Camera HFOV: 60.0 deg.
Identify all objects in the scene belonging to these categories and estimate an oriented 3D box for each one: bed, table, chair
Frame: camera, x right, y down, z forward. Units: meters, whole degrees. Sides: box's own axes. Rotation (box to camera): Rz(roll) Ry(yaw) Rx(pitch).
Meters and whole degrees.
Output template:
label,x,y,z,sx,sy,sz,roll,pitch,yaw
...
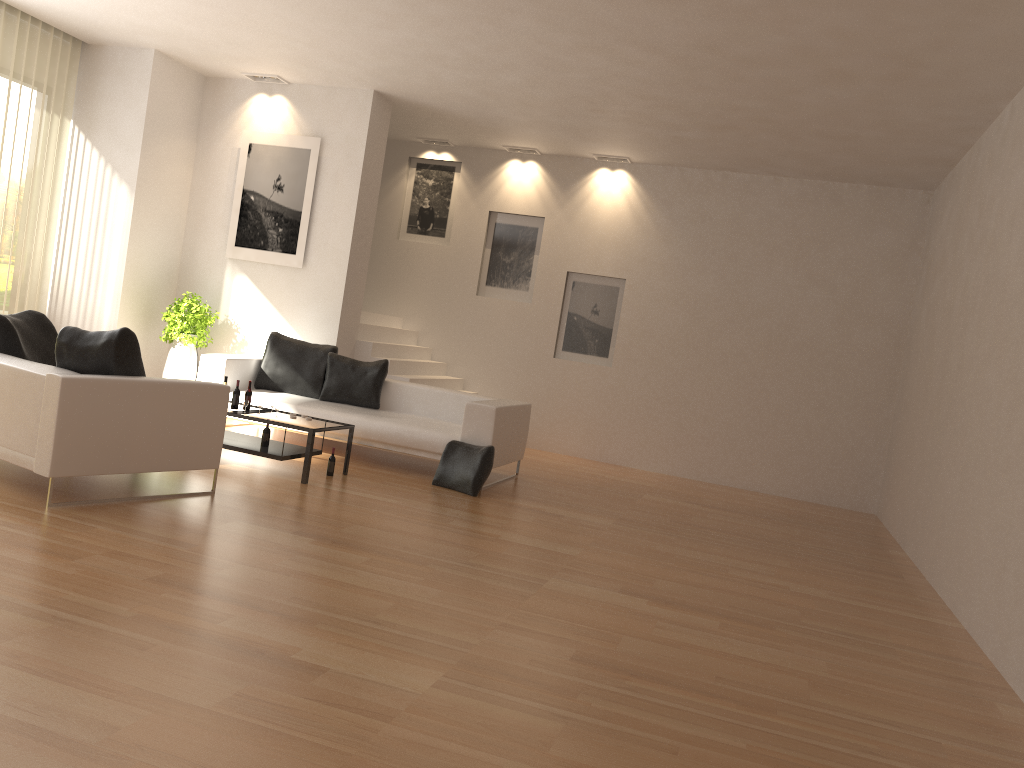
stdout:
label,x,y,z,sx,sy,sz,roll,pitch,yaw
bed,-1.476,0.310,8.735,3.075,0.761,1.262,10,3,16
table,-2.195,0.447,7.343,1.566,0.460,0.709,10,3,16
chair,-2.931,0.218,5.919,1.671,0.761,1.262,11,3,31

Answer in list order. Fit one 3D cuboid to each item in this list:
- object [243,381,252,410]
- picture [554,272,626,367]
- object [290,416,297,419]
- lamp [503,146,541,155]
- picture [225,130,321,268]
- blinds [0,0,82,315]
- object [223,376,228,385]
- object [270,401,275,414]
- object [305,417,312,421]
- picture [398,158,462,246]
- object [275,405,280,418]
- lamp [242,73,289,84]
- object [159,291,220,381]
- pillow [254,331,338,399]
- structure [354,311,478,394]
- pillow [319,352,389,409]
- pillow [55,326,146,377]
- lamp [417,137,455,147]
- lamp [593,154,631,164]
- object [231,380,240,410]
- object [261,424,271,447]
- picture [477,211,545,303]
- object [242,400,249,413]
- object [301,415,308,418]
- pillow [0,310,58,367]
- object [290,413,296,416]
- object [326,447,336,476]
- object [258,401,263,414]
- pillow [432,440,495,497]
label,x,y,z,sx,sy,sz,roll,pitch,yaw
object,-2.181,0.096,7.335,0.057,0.248,0.057,11,3,34
picture,0.994,-0.820,11.270,0.802,1.155,0.005,10,3,16
object,-1.771,0.270,7.180,0.052,0.021,0.052,11,4,39
lamp,0.140,-3.054,11.308,0.446,0.166,0.243,10,3,16
picture,-2.654,-2.054,9.823,0.979,1.431,0.004,10,3,16
blinds,-5.106,-1.874,8.888,0.143,3.861,1.409,10,3,13
object,-2.364,0.064,7.285,0.068,0.257,0.067,11,3,34
object,-1.991,0.194,7.367,0.039,0.101,0.039,8,3,-26
object,-1.657,0.286,7.229,0.052,0.021,0.052,9,3,-6
picture,-1.096,-2.445,11.876,0.802,1.155,0.005,10,3,16
object,-1.897,0.219,7.158,0.039,0.101,0.039,8,3,-26
lamp,-2.694,-3.425,9.727,0.446,0.166,0.243,10,3,16
object,-3.591,-0.358,9.750,0.570,1.324,0.631,11,3,31
pillow,-2.203,-0.165,9.097,0.755,0.666,0.346,9,3,2
structure,-2.313,-0.275,11.214,4.625,1.403,1.839,10,3,16
pillow,-1.586,-0.035,8.939,0.628,0.524,0.270,9,3,0
pillow,-2.552,-0.046,5.536,0.506,0.666,0.324,9,3,6
lamp,-0.987,-3.249,11.637,0.446,0.166,0.243,10,3,16
lamp,1.252,-2.862,10.983,0.446,0.166,0.243,10,3,16
object,-2.257,0.089,7.260,0.059,0.244,0.059,10,3,16
object,-2.006,0.406,7.245,0.065,0.217,0.065,9,3,-2
picture,-0.009,-1.652,11.560,0.802,1.155,0.005,10,3,16
object,-2.144,0.181,7.133,0.039,0.101,0.039,7,3,-32
object,-1.719,0.270,7.356,0.052,0.021,0.052,9,3,-6
pillow,-3.361,-0.210,6.134,0.291,0.598,0.660,9,3,5
object,-1.808,0.258,7.322,0.052,0.021,0.052,9,3,-6
object,-1.486,0.644,7.311,0.059,0.244,0.059,9,3,-7
object,-2.044,0.194,7.195,0.039,0.101,0.039,8,3,-26
pillow,-0.395,0.722,7.644,0.503,0.457,0.340,11,3,34
